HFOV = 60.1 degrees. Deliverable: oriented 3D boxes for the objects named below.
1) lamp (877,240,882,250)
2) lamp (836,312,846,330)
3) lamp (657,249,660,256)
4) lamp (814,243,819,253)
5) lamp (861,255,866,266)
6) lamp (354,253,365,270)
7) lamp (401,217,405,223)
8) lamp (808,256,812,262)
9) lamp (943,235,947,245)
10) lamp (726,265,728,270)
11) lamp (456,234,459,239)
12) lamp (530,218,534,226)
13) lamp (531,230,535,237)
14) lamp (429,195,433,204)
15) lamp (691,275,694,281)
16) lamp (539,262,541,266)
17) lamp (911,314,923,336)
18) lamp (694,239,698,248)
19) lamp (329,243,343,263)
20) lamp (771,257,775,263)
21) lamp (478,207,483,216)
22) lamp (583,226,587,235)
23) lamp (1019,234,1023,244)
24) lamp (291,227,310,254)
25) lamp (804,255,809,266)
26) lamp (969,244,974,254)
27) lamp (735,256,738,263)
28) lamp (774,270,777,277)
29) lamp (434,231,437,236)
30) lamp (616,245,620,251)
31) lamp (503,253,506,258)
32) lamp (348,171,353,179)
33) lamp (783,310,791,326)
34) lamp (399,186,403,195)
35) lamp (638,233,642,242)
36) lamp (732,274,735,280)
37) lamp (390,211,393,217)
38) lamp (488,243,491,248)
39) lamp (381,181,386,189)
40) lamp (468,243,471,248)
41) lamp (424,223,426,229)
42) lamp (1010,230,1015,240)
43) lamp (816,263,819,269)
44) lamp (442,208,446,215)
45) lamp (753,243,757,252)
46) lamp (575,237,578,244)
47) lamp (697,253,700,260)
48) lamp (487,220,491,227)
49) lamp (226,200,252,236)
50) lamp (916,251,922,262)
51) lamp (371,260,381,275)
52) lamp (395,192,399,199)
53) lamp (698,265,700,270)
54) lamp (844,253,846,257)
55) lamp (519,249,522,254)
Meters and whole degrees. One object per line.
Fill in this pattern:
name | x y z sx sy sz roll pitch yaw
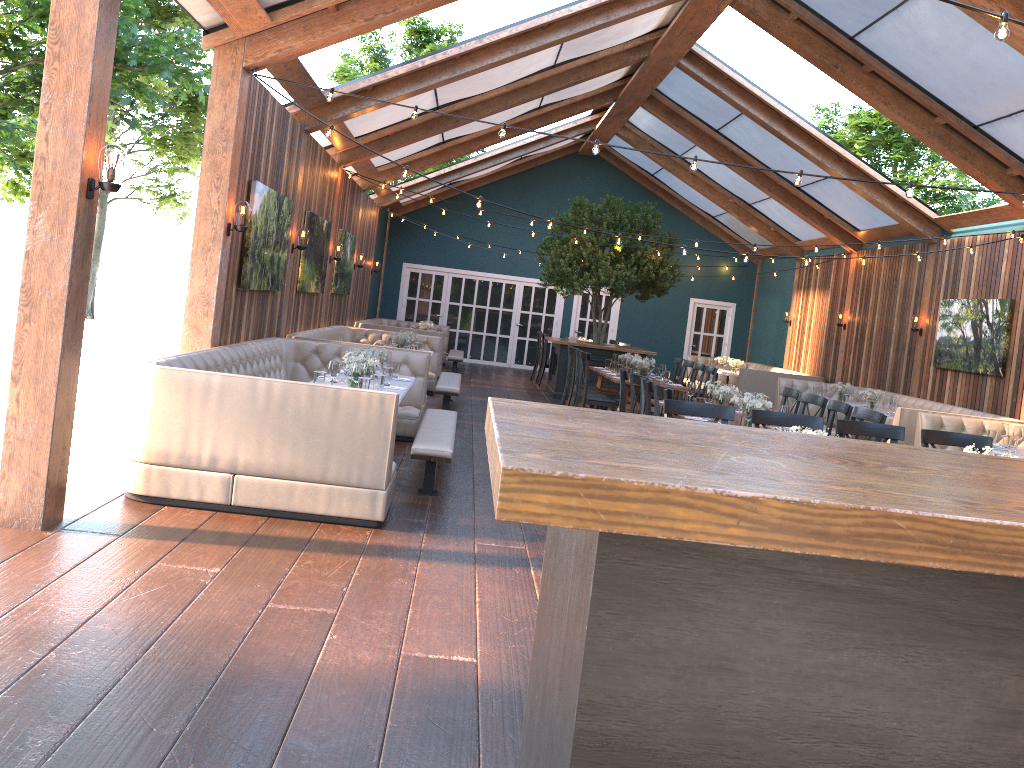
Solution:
lamp | 4.677 -1.768 11.268 0.063 0.118 0.057 7 2 -10
lamp | 6.032 -1.162 16.227 0.178 0.319 0.146 7 2 -3
lamp | 2.481 -2.220 14.944 0.060 0.119 0.056 6 2 -18
lamp | 3.945 -1.759 11.460 0.056 0.121 0.056 8 2 18
lamp | 3.953 -1.387 9.935 0.056 0.120 0.056 8 2 25
lamp | -2.713 -2.181 15.780 0.178 0.319 0.146 7 2 -3
lamp | -2.274 -3.414 18.408 0.077 0.113 0.056 9 3 42
lamp | 5.360 -2.250 15.915 0.064 0.118 0.056 7 2 6
lamp | 5.408 -1.794 11.042 0.056 0.120 0.056 8 2 39
lamp | 5.223 -2.825 21.479 0.056 0.121 0.056 6 2 -21
lamp | -1.176 -3.194 19.189 0.056 0.120 0.056 7 2 12
lamp | 0.280 -2.270 12.385 0.056 0.121 0.056 7 2 6
lamp | 0.341 -2.417 14.178 0.056 0.120 0.056 6 2 -16
lamp | -1.158 -2.651 12.719 0.056 0.121 0.056 8 2 21
lamp | 3.488 -2.045 17.078 0.056 0.121 0.056 6 2 -27
lamp | 0.565 -2.430 17.847 0.057 0.119 0.060 8 2 34
lamp | 6.163 -0.904 13.485 0.178 0.319 0.146 7 2 -3
lamp | 2.472 -1.887 11.845 0.056 0.121 0.056 7 2 12
lamp | -2.582 -1.924 13.038 0.178 0.319 0.146 7 2 -3
lamp | 4.635 -2.199 15.694 0.056 0.121 0.056 6 2 -21
lamp | -0.445 -2.446 12.554 0.056 0.121 0.056 7 2 9
lamp | 1.012 -2.122 12.215 0.056 0.121 0.056 8 2 38
lamp | 6.111 -1.742 10.612 0.062 0.118 0.057 6 2 -20
lamp | -2.449 -1.664 10.273 0.178 0.319 0.146 7 2 -3
lamp | 3.229 -1.351 9.695 0.056 0.121 0.056 6 2 -16
lamp | 5.398 -1.582 10.391 0.060 0.119 0.056 8 2 19
lamp | 3.916 -2.177 15.435 0.056 0.117 0.068 7 2 -6
lamp | 4.950 -2.075 16.627 0.056 0.118 0.066 6 2 -27
lamp | -1.585 -3.114 18.283 0.059 0.119 0.057 7 2 -9
lamp | 1.764 -2.273 14.702 0.056 0.121 0.056 8 2 22
lamp | -0.154 -2.610 17.968 0.057 0.115 0.073 9 3 40
lamp | -2.388 -3.083 13.054 0.057 0.119 0.061 8 2 32
lamp | 5.900 -1.419 18.971 0.178 0.319 0.146 7 2 -3
lamp | -1.603 -2.802 12.816 0.056 0.121 0.056 7 2 0
lamp | 1.737 -1.996 12.028 0.056 0.121 0.056 6 2 -28
lamp | 4.220 -2.034 16.849 0.056 0.121 0.056 6 2 -26
lamp | -2.523 -3.569 18.592 0.056 0.120 0.057 6 2 -33
lamp | -0.493 -3.049 19.485 0.056 0.120 0.056 7 2 -1
lamp | -1.874 -2.890 12.874 0.056 0.120 0.056 5 2 -37
lamp | -0.876 -2.844 18.147 0.056 0.119 0.059 7 2 1
lamp | -1.853 -3.375 18.895 0.056 0.121 0.056 6 2 -19
lamp | 6.129 -1.825 10.828 0.056 0.121 0.056 8 2 18
lamp | 5.665 -2.190 16.414 0.074 0.115 0.056 7 2 3
lamp | -1.043 -2.655 13.603 0.057 0.119 0.062 8 3 39
lamp | 3.205 -1.802 11.674 0.067 0.117 0.057 5 3 -40
lamp | 1.053 -2.336 14.434 0.056 0.121 0.056 6 2 -23
lamp | 3.201 -2.186 15.190 0.060 0.119 0.056 8 2 21
lamp | -0.359 -2.519 13.898 0.056 0.120 0.056 6 2 -37
lamp | -2.319 -1.407 7.543 0.178 0.319 0.146 7 2 -3
lamp | 4.676 -1.464 10.168 0.071 0.116 0.056 8 2 19
lamp | -2.845 -2.439 18.525 0.178 0.319 0.146 7 2 -3
lamp | -1.722 -2.840 13.322 0.065 0.118 0.057 5 3 -45
lamp | 4.500 -2.794 21.245 0.056 0.120 0.056 8 2 18
lamp | 6.083 -2.340 16.160 0.056 0.120 0.056 8 2 26
lamp | 0.185 -2.955 19.775 0.056 0.121 0.056 8 2 21
